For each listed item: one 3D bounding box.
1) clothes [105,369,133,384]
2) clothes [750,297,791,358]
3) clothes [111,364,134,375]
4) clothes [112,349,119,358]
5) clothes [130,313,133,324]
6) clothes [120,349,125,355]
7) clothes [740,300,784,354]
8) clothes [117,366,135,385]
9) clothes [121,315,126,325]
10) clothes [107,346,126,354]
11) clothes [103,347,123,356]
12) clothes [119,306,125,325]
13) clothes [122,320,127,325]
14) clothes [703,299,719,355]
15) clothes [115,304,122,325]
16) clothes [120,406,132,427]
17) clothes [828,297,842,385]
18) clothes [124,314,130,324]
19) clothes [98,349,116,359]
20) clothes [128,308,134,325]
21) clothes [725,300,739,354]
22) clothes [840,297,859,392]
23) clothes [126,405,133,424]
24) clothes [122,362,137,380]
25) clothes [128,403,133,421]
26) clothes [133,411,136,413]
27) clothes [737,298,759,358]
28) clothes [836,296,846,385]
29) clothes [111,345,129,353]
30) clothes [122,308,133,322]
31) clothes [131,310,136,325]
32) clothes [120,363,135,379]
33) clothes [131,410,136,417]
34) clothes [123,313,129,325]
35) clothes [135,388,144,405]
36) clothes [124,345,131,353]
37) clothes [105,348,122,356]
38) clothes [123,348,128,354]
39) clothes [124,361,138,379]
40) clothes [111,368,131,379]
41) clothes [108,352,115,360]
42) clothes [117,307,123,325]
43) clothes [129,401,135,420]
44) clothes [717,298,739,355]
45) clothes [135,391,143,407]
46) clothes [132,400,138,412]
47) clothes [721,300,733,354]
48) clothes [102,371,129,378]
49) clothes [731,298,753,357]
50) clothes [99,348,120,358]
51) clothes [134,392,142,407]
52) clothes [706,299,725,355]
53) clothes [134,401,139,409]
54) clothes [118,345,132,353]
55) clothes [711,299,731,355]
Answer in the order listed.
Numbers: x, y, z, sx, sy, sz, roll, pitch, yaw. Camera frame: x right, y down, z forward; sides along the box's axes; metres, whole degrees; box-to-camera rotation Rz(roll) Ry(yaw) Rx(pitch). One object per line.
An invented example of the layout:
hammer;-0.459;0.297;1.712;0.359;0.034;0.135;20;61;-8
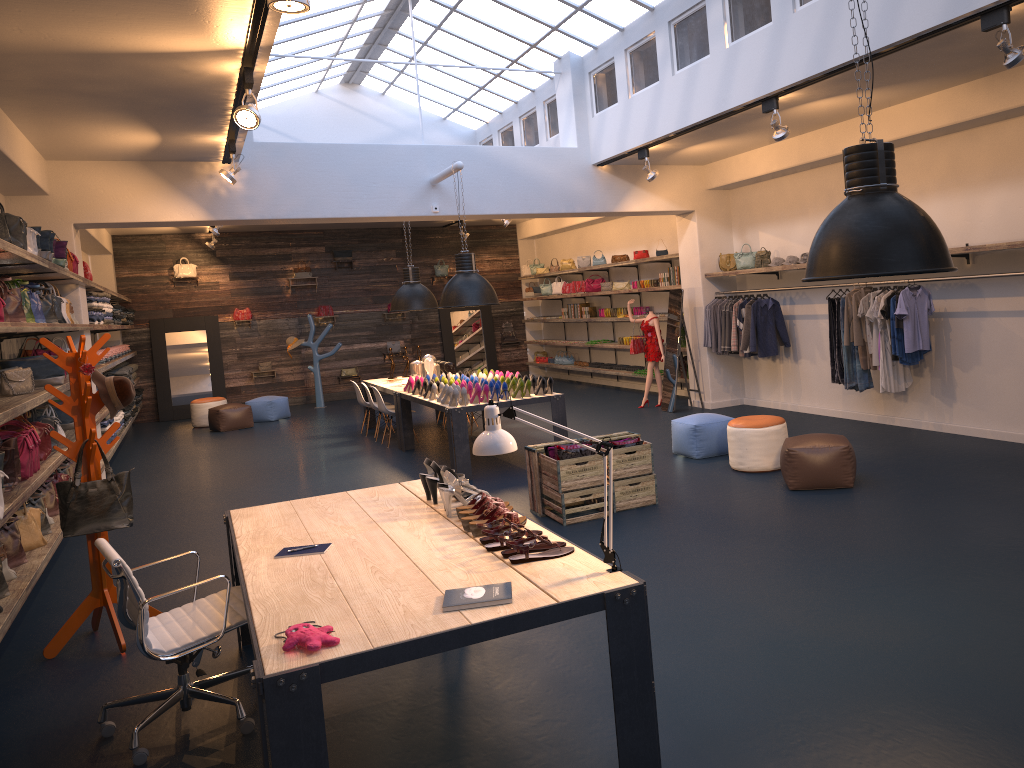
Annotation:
clothes;-6.106;-0.087;13.510;0.403;0.302;0.325;-7;5;-35
clothes;3.403;-0.759;11.529;0.723;0.795;0.163;-6;3;-26
clothes;-6.491;-0.170;14.429;0.355;0.341;0.373;-5;4;-16
clothes;-5.934;-0.424;12.606;0.358;0.159;0.314;-4;5;-2
clothes;-6.903;-1.178;15.406;0.376;0.298;0.286;-6;4;-23
clothes;-6.412;-0.508;13.894;0.358;0.159;0.314;-4;5;-2
clothes;3.350;-0.778;11.670;0.754;0.734;0.161;-6;3;-27
clothes;-6.241;-0.115;13.839;0.420;0.317;0.331;-7;5;-36
clothes;-6.228;-1.019;13.397;0.435;0.251;0.332;-5;4;-14
clothes;-6.499;-0.537;14.199;0.343;0.154;0.327;-7;5;-28
clothes;-6.264;-0.495;13.563;0.343;0.154;0.327;-7;5;-28
clothes;-6.007;-1.019;12.987;0.371;0.298;0.291;-6;4;-17
clothes;-6.356;-1.042;13.747;0.445;0.251;0.323;-6;5;-26
clothes;2.973;-0.828;12.557;0.580;0.813;0.114;-6;3;-26
clothes;-5.792;-0.981;12.410;0.395;0.298;0.296;-7;5;-34
clothes;-5.546;0.472;12.182;0.393;0.298;0.307;-6;4;-21
clothes;3.844;-0.513;10.307;0.246;1.045;0.138;-6;3;-25
clothes;-6.622;-1.089;14.464;0.445;0.251;0.323;-6;5;-26
clothes;-5.786;-0.410;12.276;0.343;0.154;0.327;-7;5;-28
clothes;-6.796;-1.159;15.118;0.395;0.298;0.296;-7;5;-34
clothes;3.200;-0.795;12.023;0.701;0.752;0.120;-6;3;-24
clothes;3.904;-0.470;10.041;0.251;1.134;0.143;-7;3;-43
clothes;-5.663;0.455;12.465;0.395;0.298;0.296;-7;5;-34
clothes;-6.780;-0.221;15.208;0.355;0.341;0.373;-5;4;-16
clothes;-5.770;0.436;12.753;0.376;0.298;0.286;-6;4;-23
clothes;-6.227;0.394;13.802;0.445;0.251;0.323;-6;5;-26
clothes;3.292;-0.769;11.816;0.604;0.793;0.115;-6;3;-25
clothes;3.910;-0.502;10.177;0.246;1.045;0.138;-6;3;-25
clothes;-6.749;-0.581;14.871;0.343;0.154;0.327;-7;5;-28
clothes;-6.679;-1.141;14.835;0.393;0.298;0.307;-6;4;-21
clothes;-7.011;-1.197;15.696;0.371;0.298;0.291;-6;4;-17
clothes;-6.636;-0.196;14.818;0.355;0.341;0.373;-5;4;-16
clothes;-6.099;0.417;13.452;0.435;0.251;0.332;-5;4;-14
clothes;-6.494;-1.066;14.114;0.435;0.251;0.332;-5;4;-14
clothes;-6.832;0.248;15.608;0.389;0.298;0.608;-6;5;-20
clothes;-6.897;-0.594;15.202;0.358;0.159;0.314;-4;5;-2
clothes;-6.176;-0.467;13.258;0.358;0.159;0.314;-4;5;-2
clothes;-6.661;-0.553;14.566;0.358;0.159;0.314;-4;5;-2
clothes;-6.925;-0.247;15.597;0.355;0.341;0.373;-5;4;-16
clothes;-5.982;-0.070;13.142;0.420;0.317;0.331;-7;5;-36
clothes;-5.699;-0.382;11.970;0.358;0.159;0.314;-4;5;-2
clothes;-5.899;-1.000;12.698;0.376;0.298;0.286;-6;4;-23
clothes;-5.878;0.417;13.043;0.371;0.298;0.291;-6;4;-17
clothes;3.127;-0.818;12.249;0.569;0.799;0.175;-6;3;-30
clothes;-6.667;0.277;15.173;0.395;0.298;0.296;-7;5;-34
clothes;-6.365;0.370;14.169;0.435;0.251;0.332;-5;4;-14
clothes;3.168;-0.801;12.110;0.701;0.752;0.120;-6;3;-24
clothes;-5.848;-0.041;12.813;0.403;0.302;0.325;-7;5;-35
clothes;3.258;-0.785;11.913;0.723;0.795;0.163;-6;3;-26
clothes;-6.022;-0.452;12.912;0.343;0.154;0.327;-7;5;-28
clothes;-6.550;0.294;14.890;0.393;0.298;0.307;-6;4;-21
clothes;2.995;-0.824;12.498;0.580;0.813;0.114;-6;3;-26
clothes;-6.493;0.347;14.520;0.445;0.251;0.323;-6;5;-26
clothes;-6.984;-0.623;15.507;0.343;0.154;0.327;-7;5;-28
clothes;3.075;-0.828;12.391;0.569;0.799;0.175;-6;3;-30
